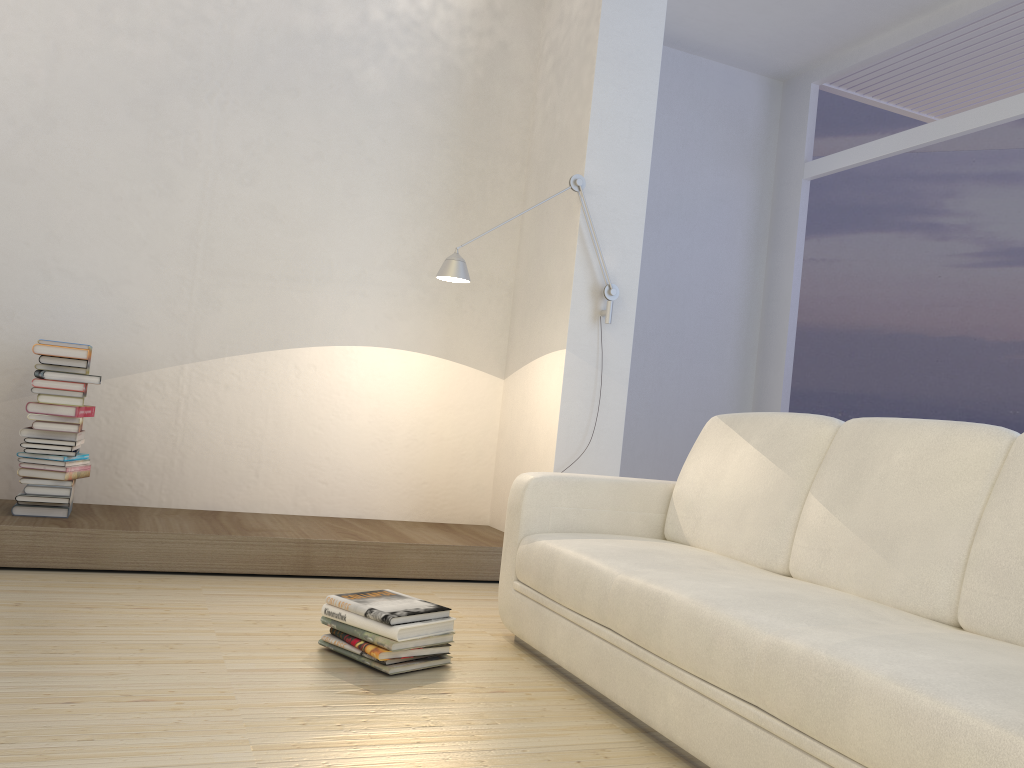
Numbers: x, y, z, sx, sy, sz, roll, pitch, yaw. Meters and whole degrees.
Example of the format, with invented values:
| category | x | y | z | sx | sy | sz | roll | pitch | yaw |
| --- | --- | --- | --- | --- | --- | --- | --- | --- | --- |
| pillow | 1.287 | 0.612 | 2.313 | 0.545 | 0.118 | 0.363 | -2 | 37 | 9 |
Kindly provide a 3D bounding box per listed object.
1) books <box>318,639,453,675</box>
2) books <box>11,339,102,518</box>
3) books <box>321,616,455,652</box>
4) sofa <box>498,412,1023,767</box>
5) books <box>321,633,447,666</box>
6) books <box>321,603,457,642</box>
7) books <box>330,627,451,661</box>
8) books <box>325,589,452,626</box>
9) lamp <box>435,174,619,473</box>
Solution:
| category | x | y | z | sx | sy | sz | roll | pitch | yaw |
| --- | --- | --- | --- | --- | --- | --- | --- | --- | --- |
| books | -0.377 | 0.794 | 2.635 | 0.328 | 0.018 | 0.247 | 4 | -3 | 42 |
| books | -1.849 | 0.179 | 3.620 | 0.270 | 0.694 | 0.329 | 7 | -2 | -23 |
| books | -0.370 | 0.728 | 2.638 | 0.328 | 0.027 | 0.247 | 4 | -3 | 42 |
| sofa | 0.815 | 0.492 | 2.290 | 0.941 | 0.862 | 2.166 | 7 | -2 | -23 |
| books | -0.380 | 0.776 | 2.640 | 0.287 | 0.018 | 0.247 | 4 | -3 | 41 |
| books | -0.367 | 0.695 | 2.639 | 0.319 | 0.038 | 0.247 | 4 | -3 | 38 |
| books | -0.361 | 0.756 | 2.622 | 0.247 | 0.025 | 0.287 | 8 | -3 | -38 |
| books | -0.368 | 0.664 | 2.644 | 0.287 | 0.025 | 0.247 | 4 | -3 | 41 |
| lamp | 0.023 | -0.063 | 4.000 | 0.891 | 1.841 | 0.204 | 7 | -2 | -27 |
